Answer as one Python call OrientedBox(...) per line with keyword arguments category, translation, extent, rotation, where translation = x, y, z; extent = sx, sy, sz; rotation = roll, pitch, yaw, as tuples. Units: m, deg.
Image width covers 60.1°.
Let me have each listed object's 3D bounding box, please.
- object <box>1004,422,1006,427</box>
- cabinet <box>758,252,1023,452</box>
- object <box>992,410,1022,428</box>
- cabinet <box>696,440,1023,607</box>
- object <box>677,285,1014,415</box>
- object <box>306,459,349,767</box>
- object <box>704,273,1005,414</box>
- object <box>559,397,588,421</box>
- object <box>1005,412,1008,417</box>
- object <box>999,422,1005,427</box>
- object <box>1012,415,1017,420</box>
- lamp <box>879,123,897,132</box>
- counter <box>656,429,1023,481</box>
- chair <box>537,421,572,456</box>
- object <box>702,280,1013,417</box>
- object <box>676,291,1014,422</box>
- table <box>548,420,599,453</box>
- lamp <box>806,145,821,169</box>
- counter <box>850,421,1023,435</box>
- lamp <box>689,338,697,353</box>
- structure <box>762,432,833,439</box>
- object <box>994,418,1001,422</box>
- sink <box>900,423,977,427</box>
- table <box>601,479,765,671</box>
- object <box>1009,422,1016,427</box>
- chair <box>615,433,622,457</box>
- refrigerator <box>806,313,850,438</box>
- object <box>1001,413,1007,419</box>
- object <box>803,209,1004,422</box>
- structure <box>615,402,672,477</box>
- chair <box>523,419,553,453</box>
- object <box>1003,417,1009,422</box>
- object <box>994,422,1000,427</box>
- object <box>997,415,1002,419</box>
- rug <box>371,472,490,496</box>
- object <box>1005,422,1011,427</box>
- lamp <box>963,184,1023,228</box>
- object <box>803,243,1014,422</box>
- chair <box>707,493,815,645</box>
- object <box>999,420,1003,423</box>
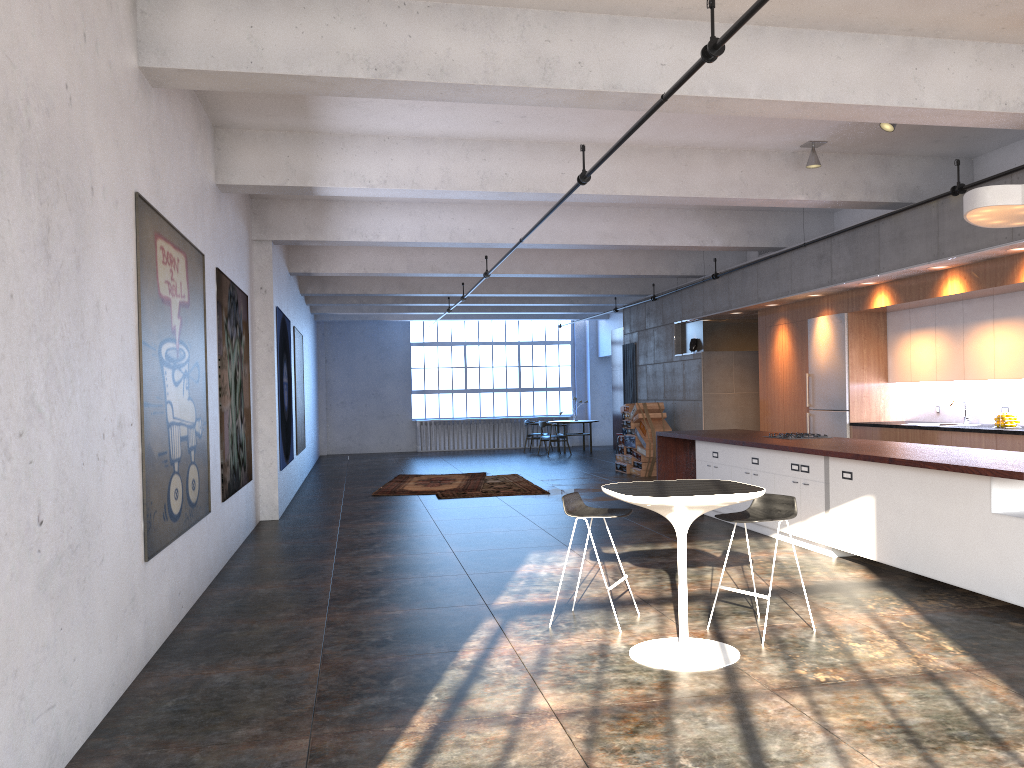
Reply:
OrientedBox(category="object", translation=(5.116, 0.422, 9.185), extent=(0.051, 0.055, 0.060), rotation=(-1, 0, -20))
OrientedBox(category="cabinet", translation=(5.694, 0.046, 10.029), extent=(2.398, 2.562, 8.040), rotation=(-1, -1, -10))
OrientedBox(category="object", translation=(5.582, 0.952, 15.637), extent=(0.949, 1.214, 13.181), rotation=(-1, -1, 1))
OrientedBox(category="cabinet", translation=(3.150, 1.074, 8.059), extent=(0.929, 0.930, 5.602), rotation=(-1, -1, -10))
OrientedBox(category="object", translation=(5.168, 0.332, 9.165), extent=(0.062, 0.053, 0.052), rotation=(-1, 0, 37))
OrientedBox(category="object", translation=(3.487, 1.711, 11.825), extent=(19.906, 0.001, 26.979), rotation=(-1, -1, -11))
OrientedBox(category="object", translation=(5.119, 0.321, 9.208), extent=(0.058, 0.060, 0.051), rotation=(-1, 0, 23))
OrientedBox(category="object", translation=(1.588, 0.634, 22.740), extent=(0.780, 0.624, 0.238), rotation=(-1, 0, -10))
OrientedBox(category="object", translation=(3.730, -0.649, 13.794), extent=(0.059, 2.165, 9.787), rotation=(-1, -1, -16))
OrientedBox(category="object", translation=(5.049, 0.419, 9.118), extent=(0.062, 0.053, 0.052), rotation=(-1, 0, -24))
OrientedBox(category="object", translation=(5.165, 0.343, 9.106), extent=(0.052, 0.052, 0.062), rotation=(-1, 0, 37))
OrientedBox(category="lamp", translation=(3.215, -2.279, 7.507), extent=(0.226, 0.287, 0.129), rotation=(-1, 0, -28))
OrientedBox(category="counter", translation=(3.055, 1.054, 8.659), extent=(1.151, 0.971, 6.601), rotation=(-1, -1, -10))
OrientedBox(category="chair", translation=(1.023, 1.325, 21.666), extent=(0.684, 0.864, 0.716), rotation=(-1, 0, -24))
OrientedBox(category="object", translation=(5.097, 0.321, 9.073), extent=(0.064, 0.051, 0.052), rotation=(-1, 0, -19))
OrientedBox(category="object", translation=(5.147, 0.379, 9.148), extent=(0.061, 0.053, 0.052), rotation=(-1, 0, 32))
OrientedBox(category="table", translation=(1.598, 1.376, 22.761), extent=(1.285, 0.851, 1.335), rotation=(-1, 0, 33))
OrientedBox(category="lamp", translation=(3.057, -2.313, 8.985), extent=(0.153, 0.216, 0.158), rotation=(-1, 0, 26))
OrientedBox(category="counter", translation=(5.456, 0.458, 9.224), extent=(1.620, 0.039, 4.424), rotation=(-1, -1, -10))
OrientedBox(category="lamp", translation=(3.138, -0.657, 15.243), extent=(0.216, 0.259, 0.168), rotation=(-1, 0, -30))
OrientedBox(category="structure", translation=(3.093, 0.575, 9.611), extent=(0.516, 0.072, 0.635), rotation=(-1, -1, -11))
OrientedBox(category="object", translation=(4.348, -0.691, 10.117), extent=(0.054, 2.228, 2.365), rotation=(-2, 0, -35))
OrientedBox(category="sink", translation=(4.838, 0.553, 10.015), extent=(0.527, 0.192, 0.723), rotation=(-1, -1, -11))
OrientedBox(category="table", translation=(0.967, 1.062, 5.023), extent=(0.835, 0.952, 0.822), rotation=(-1, 0, -11))
OrientedBox(category="object", translation=(5.135, 0.417, 9.093), extent=(0.072, 0.063, 0.065), rotation=(-1, 0, 44))
OrientedBox(category="chair", translation=(2.732, 1.207, 20.410), extent=(0.661, 0.988, 0.424), rotation=(-1, 0, -12))
OrientedBox(category="refrigerator", translation=(4.233, 0.198, 11.722), extent=(0.222, 2.191, 0.946), rotation=(-1, 0, -13))
OrientedBox(category="object", translation=(5.048, 0.326, 9.091), extent=(0.057, 0.060, 0.053), rotation=(-1, 0, 12))
OrientedBox(category="object", translation=(5.073, 0.364, 9.120), extent=(0.050, 0.053, 0.065), rotation=(-1, 0, 27))
OrientedBox(category="structure", translation=(2.361, 0.990, 16.306), extent=(0.643, 1.315, 1.897), rotation=(-1, 0, -10))
OrientedBox(category="chair", translation=(0.675, 1.350, 23.017), extent=(0.666, 0.864, 0.735), rotation=(-1, 0, 16))
OrientedBox(category="object", translation=(5.440, -0.650, 14.929), extent=(0.062, 2.210, 11.836), rotation=(-1, -1, 4))
OrientedBox(category="object", translation=(4.785, -0.721, 7.743), extent=(0.057, 2.310, 2.934), rotation=(-1, 0, 9))
OrientedBox(category="object", translation=(3.959, -0.656, 12.319), extent=(0.054, 2.169, 6.779), rotation=(-2, 0, -18))
OrientedBox(category="rug", translation=(-1.315, 1.688, 15.243), extent=(1.879, 0.048, 3.518), rotation=(-1, -1, -1))
OrientedBox(category="object", translation=(5.077, 0.412, 9.069), extent=(0.051, 0.057, 0.061), rotation=(-1, 0, 26))
OrientedBox(category="lamp", translation=(3.671, -1.236, 6.006), extent=(1.058, 0.130, 1.027), rotation=(-2, -1, 35))
OrientedBox(category="object", translation=(5.116, 0.366, 9.085), extent=(0.052, 0.053, 0.062), rotation=(-1, 0, -4))
OrientedBox(category="chair", translation=(1.529, 1.144, 5.472), extent=(0.515, 0.895, 0.454), rotation=(-1, 0, -34))
OrientedBox(category="object", translation=(5.076, 0.399, 9.200), extent=(0.053, 0.053, 0.061), rotation=(-1, 0, -29))
